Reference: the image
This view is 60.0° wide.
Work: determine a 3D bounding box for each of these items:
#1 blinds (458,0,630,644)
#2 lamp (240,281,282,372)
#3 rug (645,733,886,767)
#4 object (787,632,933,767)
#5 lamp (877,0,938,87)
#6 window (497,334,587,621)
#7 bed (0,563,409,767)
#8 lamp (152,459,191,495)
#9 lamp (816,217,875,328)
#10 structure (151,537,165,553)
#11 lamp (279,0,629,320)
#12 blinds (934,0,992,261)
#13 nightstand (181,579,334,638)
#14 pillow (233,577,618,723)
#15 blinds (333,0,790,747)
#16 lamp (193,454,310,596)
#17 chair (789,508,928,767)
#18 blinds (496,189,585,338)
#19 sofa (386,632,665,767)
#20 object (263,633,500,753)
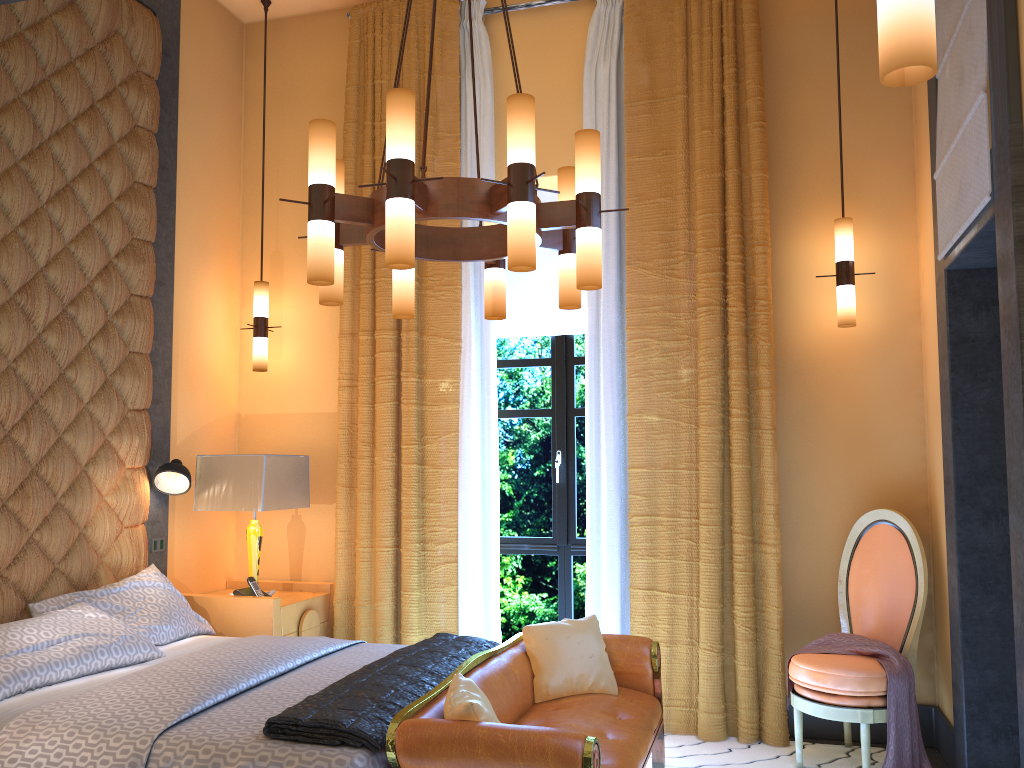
[{"bbox_3d":[0.149,-0.229,4.886,2.051,4.069,0.237,-1,-4,14],"label":"blinds"},{"bbox_3d":[-1.489,-0.340,5.254,0.199,0.531,0.199,2,-5,-29],"label":"lamp"},{"bbox_3d":[-0.317,1.645,3.087,3.703,0.016,3.392,-2,-6,16],"label":"rug"},{"bbox_3d":[1.575,1.418,3.897,0.429,0.571,0.804,2,-6,-26],"label":"object"},{"bbox_3d":[0.646,-0.767,1.467,0.199,0.531,0.199,2,-5,-29],"label":"lamp"},{"bbox_3d":[0.294,0.340,5.137,1.200,2.995,0.130,-2,-5,16],"label":"window"},{"bbox_3d":[-1.159,1.234,3.545,2.107,0.823,1.891,-2,-6,16],"label":"bed"},{"bbox_3d":[-1.610,0.507,4.716,0.568,0.218,0.231,2,-6,-26],"label":"lamp"},{"bbox_3d":[1.637,-0.546,4.356,0.199,0.531,0.199,2,-5,-29],"label":"lamp"},{"bbox_3d":[-1.862,0.845,4.657,0.016,0.071,0.103,-2,-5,16],"label":"structure"},{"bbox_3d":[-0.206,-1.386,3.186,1.142,2.165,1.142,-4,-6,39],"label":"lamp"},{"bbox_3d":[1.670,-1.339,3.339,0.042,1.574,0.896,-2,-5,16],"label":"blinds"},{"bbox_3d":[-1.442,1.487,4.936,0.720,0.689,0.681,-2,-5,16],"label":"nightstand"},{"bbox_3d":[-0.337,1.151,3.948,1.147,0.406,2.631,3,-6,-32],"label":"pillow"},{"bbox_3d":[0.163,-0.260,4.798,2.451,4.139,0.134,-2,-5,16],"label":"blinds"},{"bbox_3d":[-1.424,0.794,4.886,0.424,0.801,0.506,-2,-5,16],"label":"lamp"},{"bbox_3d":[1.559,1.152,4.029,0.633,1.145,0.500,4,-6,-41],"label":"chair"},{"bbox_3d":[0.286,-0.720,5.206,1.200,0.872,0.013,-2,-5,16],"label":"blinds"},{"bbox_3d":[0.158,1.337,3.232,0.650,0.639,1.617,-2,-6,16],"label":"sofa"},{"bbox_3d":[-0.384,1.104,3.323,0.405,0.104,1.463,-2,-6,16],"label":"object"}]
